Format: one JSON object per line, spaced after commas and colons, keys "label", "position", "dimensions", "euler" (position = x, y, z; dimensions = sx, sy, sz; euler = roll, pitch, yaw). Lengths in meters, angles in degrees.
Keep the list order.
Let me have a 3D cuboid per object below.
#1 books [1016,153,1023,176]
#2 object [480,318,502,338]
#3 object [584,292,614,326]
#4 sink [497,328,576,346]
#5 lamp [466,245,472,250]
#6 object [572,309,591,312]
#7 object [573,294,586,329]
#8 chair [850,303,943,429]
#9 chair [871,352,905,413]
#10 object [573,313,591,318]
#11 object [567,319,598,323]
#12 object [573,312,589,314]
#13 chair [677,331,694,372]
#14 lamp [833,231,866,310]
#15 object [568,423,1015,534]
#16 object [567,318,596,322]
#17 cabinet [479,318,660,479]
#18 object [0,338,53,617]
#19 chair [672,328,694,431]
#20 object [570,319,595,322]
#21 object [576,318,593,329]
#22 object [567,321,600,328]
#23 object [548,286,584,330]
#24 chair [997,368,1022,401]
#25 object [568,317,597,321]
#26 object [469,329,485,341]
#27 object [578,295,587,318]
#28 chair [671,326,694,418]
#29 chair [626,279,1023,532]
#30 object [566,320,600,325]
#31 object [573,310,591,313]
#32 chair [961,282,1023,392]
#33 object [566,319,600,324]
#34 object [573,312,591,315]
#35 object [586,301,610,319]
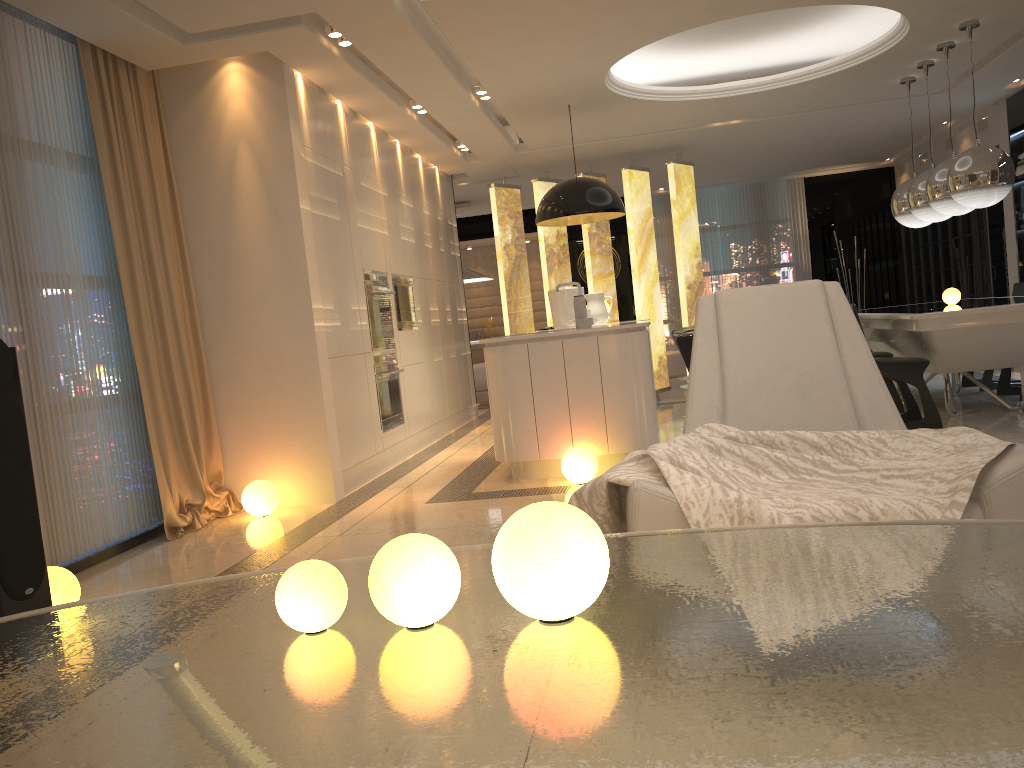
{"label": "books", "position": [4.932, -2.093, 8.380], "dimensions": [0.259, 0.188, 0.302], "euler": [-5, 4, 16]}
{"label": "object", "position": [-0.302, -0.757, 14.486], "dimensions": [0.390, 0.718, 0.388], "euler": [-6, 4, 1]}
{"label": "object", "position": [0.691, -0.603, 7.143], "dimensions": [0.211, 0.254, 0.183], "euler": [-8, 4, -29]}
{"label": "sink", "position": [0.210, -0.275, 5.953], "dimensions": [0.485, 0.152, 0.738], "euler": [-6, 4, 9]}
{"label": "lamp", "position": [-0.695, -2.240, 14.351], "dimensions": [0.107, 0.127, 0.107], "euler": [-7, 4, -10]}
{"label": "object", "position": [0.527, -0.532, 6.704], "dimensions": [0.138, 0.051, 0.138], "euler": [-8, 4, -33]}
{"label": "object", "position": [0.433, -0.462, 5.646], "dimensions": [0.071, 0.219, 0.071], "euler": [-6, 4, 0]}
{"label": "chair", "position": [2.529, -0.136, 5.956], "dimensions": [0.496, 0.858, 0.523], "euler": [-6, 4, 9]}
{"label": "chair", "position": [2.662, -0.204, 6.810], "dimensions": [0.496, 0.858, 0.523], "euler": [-6, 4, 9]}
{"label": "object", "position": [0.530, -0.503, 6.706], "dimensions": [0.138, 0.051, 0.138], "euler": [-8, 4, -33]}
{"label": "object", "position": [0.533, -0.470, 6.708], "dimensions": [0.229, 0.016, 0.229], "euler": [-3, 5, 39]}
{"label": "object", "position": [0.529, -0.515, 6.706], "dimensions": [0.138, 0.051, 0.138], "euler": [-8, 4, -33]}
{"label": "chair", "position": [1.355, 0.026, 5.936], "dimensions": [0.380, 0.789, 0.380], "euler": [-3, 5, 42]}
{"label": "lamp", "position": [4.817, -1.276, 12.523], "dimensions": [0.418, 1.801, 0.200], "euler": [-6, 4, 9]}
{"label": "object", "position": [0.636, 0.419, 2.515], "dimensions": [0.972, 0.580, 1.347], "euler": [-10, 5, -43]}
{"label": "object", "position": [0.532, -0.479, 6.707], "dimensions": [0.229, 0.016, 0.229], "euler": [-3, 5, 39]}
{"label": "cabinet", "position": [0.618, -0.015, 7.074], "dimensions": [1.046, 0.887, 3.752], "euler": [-6, 4, 9]}
{"label": "object", "position": [-1.915, 0.393, 3.048], "dimensions": [0.468, 1.127, 0.285], "euler": [-6, 4, 9]}
{"label": "chair", "position": [1.469, -0.049, 6.931], "dimensions": [0.380, 0.789, 0.380], "euler": [-7, 4, -8]}
{"label": "object", "position": [0.533, -0.475, 6.708], "dimensions": [0.229, 0.016, 0.229], "euler": [-3, 5, 39]}
{"label": "object", "position": [0.459, -0.380, 5.563], "dimensions": [0.111, 0.062, 0.111], "euler": [-4, 4, 30]}
{"label": "object", "position": [0.537, -0.447, 6.710], "dimensions": [0.264, 0.033, 0.264], "euler": [-8, 4, -22]}
{"label": "object", "position": [0.440, -0.605, 7.014], "dimensions": [0.288, 0.330, 0.288], "euler": [-4, 4, 27]}
{"label": "chair", "position": [3.980, -0.339, 6.702], "dimensions": [0.496, 0.858, 0.523], "euler": [-6, 4, 9]}
{"label": "object", "position": [0.532, -0.484, 6.707], "dimensions": [0.229, 0.016, 0.229], "euler": [-3, 5, 39]}
{"label": "object", "position": [-0.566, -0.642, 14.588], "dimensions": [0.247, 0.522, 0.124], "euler": [-6, 4, 9]}
{"label": "object", "position": [0.449, -0.470, 5.751], "dimensions": [0.071, 0.219, 0.071], "euler": [-7, 4, -14]}
{"label": "chair", "position": [1.636, -0.119, 7.745], "dimensions": [0.380, 0.789, 0.380], "euler": [-8, 4, -23]}
{"label": "chair", "position": [0.826, 0.199, 2.522], "dimensions": [1.027, 0.991, 0.983], "euler": [-6, 4, 9]}
{"label": "object", "position": [0.536, -0.453, 6.709], "dimensions": [0.264, 0.033, 0.264], "euler": [-8, 4, -22]}
{"label": "object", "position": [0.528, -0.526, 6.705], "dimensions": [0.138, 0.051, 0.138], "euler": [-8, 4, -33]}
{"label": "chair", "position": [4.104, -0.403, 7.497], "dimensions": [0.496, 0.858, 0.523], "euler": [-6, 4, 9]}
{"label": "object", "position": [0.535, -0.459, 6.709], "dimensions": [0.264, 0.033, 0.264], "euler": [-8, 4, -22]}
{"label": "object", "position": [0.530, -0.509, 6.706], "dimensions": [0.138, 0.051, 0.138], "euler": [-8, 4, -33]}
{"label": "object", "position": [0.713, -0.599, 7.371], "dimensions": [0.212, 0.214, 0.213], "euler": [-8, 4, -30]}
